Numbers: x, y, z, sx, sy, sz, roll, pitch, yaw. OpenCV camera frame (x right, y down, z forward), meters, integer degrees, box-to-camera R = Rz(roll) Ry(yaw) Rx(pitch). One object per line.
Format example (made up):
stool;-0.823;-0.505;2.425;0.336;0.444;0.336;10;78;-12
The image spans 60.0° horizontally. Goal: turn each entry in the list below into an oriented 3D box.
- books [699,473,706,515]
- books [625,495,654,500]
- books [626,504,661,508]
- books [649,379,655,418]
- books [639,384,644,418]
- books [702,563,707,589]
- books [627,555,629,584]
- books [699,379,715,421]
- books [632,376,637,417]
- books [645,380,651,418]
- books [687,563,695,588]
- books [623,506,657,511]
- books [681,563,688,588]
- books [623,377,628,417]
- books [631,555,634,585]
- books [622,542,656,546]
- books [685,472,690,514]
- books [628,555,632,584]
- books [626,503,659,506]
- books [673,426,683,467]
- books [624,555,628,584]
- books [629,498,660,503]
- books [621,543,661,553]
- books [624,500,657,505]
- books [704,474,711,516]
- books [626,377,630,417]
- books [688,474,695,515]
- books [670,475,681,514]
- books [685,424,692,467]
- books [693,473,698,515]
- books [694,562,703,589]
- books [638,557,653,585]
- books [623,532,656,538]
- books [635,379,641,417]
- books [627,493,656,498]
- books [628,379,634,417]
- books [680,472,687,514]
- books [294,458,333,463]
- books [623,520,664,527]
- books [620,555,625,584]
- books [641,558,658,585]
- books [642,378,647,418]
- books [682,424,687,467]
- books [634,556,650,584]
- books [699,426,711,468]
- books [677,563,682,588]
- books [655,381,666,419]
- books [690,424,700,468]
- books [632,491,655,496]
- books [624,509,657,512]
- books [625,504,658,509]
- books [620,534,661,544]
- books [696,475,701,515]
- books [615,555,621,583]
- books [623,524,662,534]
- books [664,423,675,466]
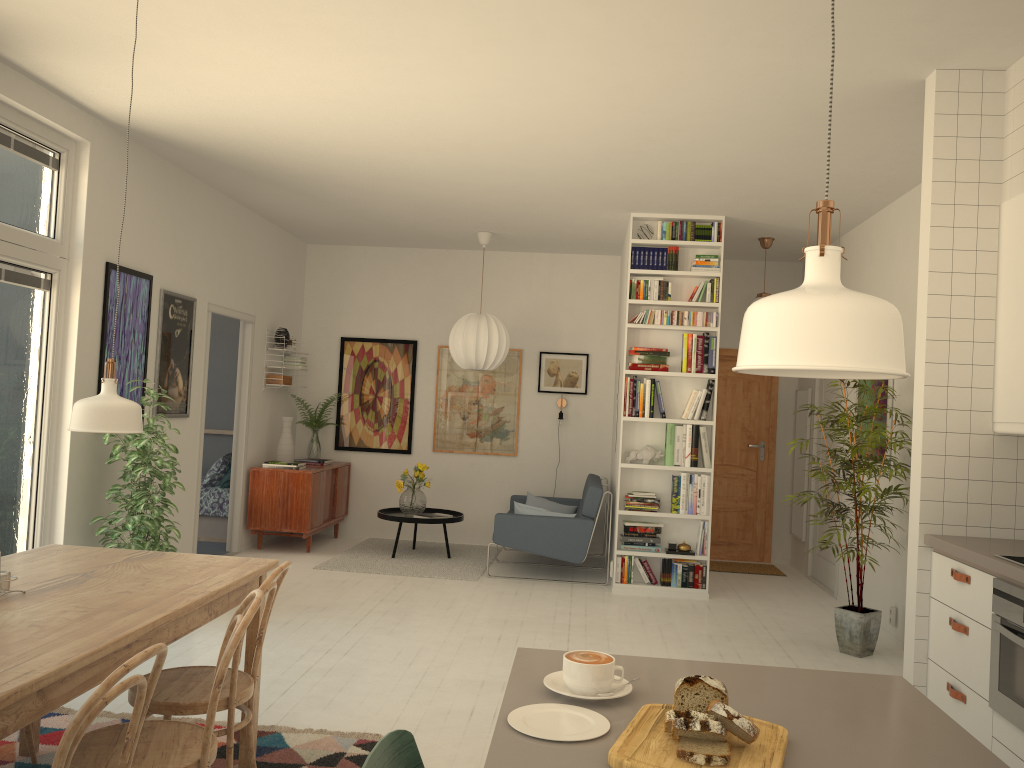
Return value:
books;1.449;0.841;6.780;0.037;0.308;0.161;3;-2;5
books;0.981;0.871;6.825;0.221;0.010;0.169;3;-1;8
books;1.021;0.932;6.842;0.255;0.014;0.197;3;-1;15
books;1.075;0.110;6.839;0.033;0.306;0.150;3;-2;5
books;0.994;0.130;6.850;0.024;0.260;0.199;3;-2;5
books;1.457;1.459;6.788;0.032;0.176;0.230;3;-2;5
books;0.888;1.416;6.824;0.012;0.206;0.193;3;-2;5
books;1.495;0.124;6.818;0.092;0.319;0.179;3;-2;5
books;0.944;0.097;6.864;0.021;0.317;0.179;3;-2;5
books;1.043;0.115;6.849;0.032;0.291;0.189;3;-2;5
books;1.361;1.457;6.798;0.050;0.170;0.221;3;-2;5
books;0.981;0.953;6.811;0.247;0.014;0.173;3;-1;4
books;1.310;1.458;6.788;0.048;0.163;0.209;3;-2;5
books;0.876;0.102;6.882;0.021;0.301;0.222;3;-2;5
books;0.920;1.413;6.807;0.010;0.215;0.193;3;-2;5
books;0.973;1.220;6.833;0.241;0.024;0.168;3;-1;0
books;1.336;0.834;6.822;0.027;0.311;0.228;3;-2;5
books;0.905;1.413;6.824;0.021;0.215;0.174;3;-2;5
books;1.000;0.919;6.826;0.250;0.008;0.135;3;-1;1
books;1.269;0.477;6.827;0.065;0.311;0.199;3;-2;5
books;0.871;1.414;6.812;0.020;0.211;0.184;3;-2;5
books;1.023;0.891;6.828;0.235;0.025;0.163;3;-1;11
books;0.995;1.255;6.830;0.297;0.039;0.204;3;-1;10
books;0.983;0.908;6.810;0.238;0.012;0.120;3;-1;0
books;1.487;0.845;6.807;0.039;0.303;0.229;3;-2;5
books;0.893;0.103;6.875;0.015;0.301;0.207;3;-2;5
books;1.364;0.842;6.779;0.035;0.304;0.150;3;-2;5
books;1.255;0.843;6.815;0.057;0.284;0.200;3;-2;5
books;1.346;0.472;6.825;0.037;0.324;0.240;3;-2;5
books;1.396;0.839;6.808;0.025;0.306;0.213;3;-2;5
books;1.412;1.455;6.773;0.056;0.180;0.202;3;-2;5
books;1.021;1.428;6.794;0.118;0.192;0.118;3;-2;5
books;0.978;1.152;6.819;0.247;0.039;0.143;3;-1;2
books;0.968;0.113;6.860;0.030;0.289;0.200;3;-2;5
books;0.996;0.858;6.833;0.212;0.017;0.165;3;-1;2
books;0.917;0.109;6.866;0.032;0.291;0.203;3;-2;5
books;1.304;0.832;6.823;0.037;0.312;0.241;3;-2;5
books;-1.906;0.722;8.376;0.368;0.020;0.255;3;-1;7
books;1.005;1.074;6.836;0.297;0.024;0.162;3;-1;-4
books;0.848;1.415;6.818;0.026;0.206;0.187;3;-2;5
books;1.054;1.433;6.798;0.131;0.188;0.136;3;-2;5
books;1.018;0.110;6.866;0.020;0.304;0.193;3;-2;5
books;1.315;0.472;6.842;0.023;0.321;0.235;3;-2;5
books;0.992;1.423;6.804;0.135;0.200;0.134;3;-2;5
books;1.472;0.482;6.816;0.099;0.316;0.228;3;-2;5
books;1.271;1.449;6.791;0.032;0.176;0.222;3;-2;5
books;1.140;0.122;6.845;0.093;0.288;0.200;3;-2;5
books;1.394;0.472;6.816;0.056;0.327;0.202;3;-2;5
books;1.007;0.840;6.812;0.166;0.019;0.127;3;-1;-2
books;0.986;0.965;6.812;0.247;0.009;0.170;3;-1;8
books;0.994;0.942;6.818;0.248;0.009;0.171;3;-1;8
books;0.981;1.188;6.818;0.297;0.039;0.165;3;-1;0
books;1.418;0.847;6.792;0.022;0.291;0.208;3;-2;5
books;0.815;1.419;6.824;0.039;0.199;0.185;3;-2;5
books;0.998;1.110;6.821;0.285;0.047;0.185;3;-1;5
books;1.209;0.464;6.829;0.056;0.328;0.228;3;-2;5
